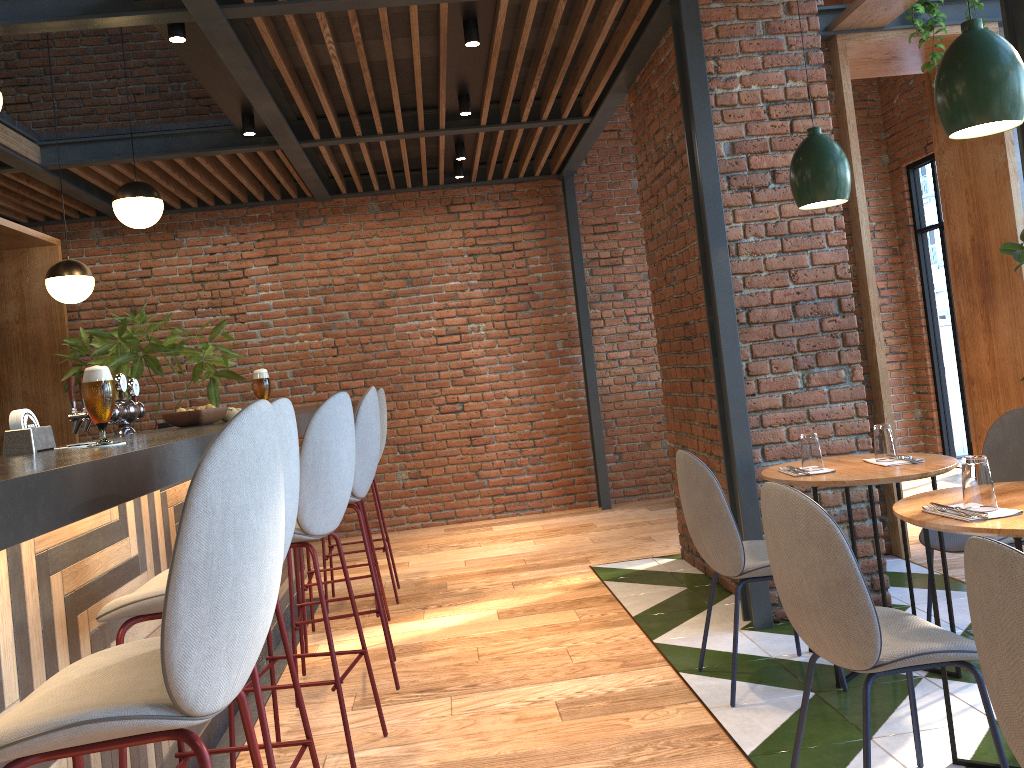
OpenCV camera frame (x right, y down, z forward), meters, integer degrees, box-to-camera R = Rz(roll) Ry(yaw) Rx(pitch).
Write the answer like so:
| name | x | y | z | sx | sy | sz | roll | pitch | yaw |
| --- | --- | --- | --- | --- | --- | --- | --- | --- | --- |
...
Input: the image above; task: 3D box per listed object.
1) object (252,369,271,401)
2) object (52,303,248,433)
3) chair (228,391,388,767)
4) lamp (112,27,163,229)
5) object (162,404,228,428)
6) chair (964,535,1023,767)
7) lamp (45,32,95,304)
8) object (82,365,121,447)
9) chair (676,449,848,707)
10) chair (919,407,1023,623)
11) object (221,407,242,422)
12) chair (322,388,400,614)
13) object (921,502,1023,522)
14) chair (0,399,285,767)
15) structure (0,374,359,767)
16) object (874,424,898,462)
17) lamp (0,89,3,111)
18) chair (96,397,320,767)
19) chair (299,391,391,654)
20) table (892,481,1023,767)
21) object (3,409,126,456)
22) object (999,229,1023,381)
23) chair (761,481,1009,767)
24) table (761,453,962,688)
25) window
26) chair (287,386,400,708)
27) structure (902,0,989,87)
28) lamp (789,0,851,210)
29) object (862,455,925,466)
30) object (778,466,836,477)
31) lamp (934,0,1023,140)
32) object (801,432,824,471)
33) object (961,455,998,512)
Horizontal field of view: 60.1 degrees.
| name | x | y | z | sx | sy | sz | roll | pitch | yaw |
| --- | --- | --- | --- | --- | --- | --- | --- | --- | --- |
| object | -0.956 | 0.033 | 3.395 | 0.070 | 0.183 | 0.070 | -7 | -2 | 16 |
| object | -2.747 | 0.418 | 6.851 | 1.516 | 2.100 | 1.081 | -6 | -2 | 0 |
| chair | -0.742 | 0.669 | 3.012 | 0.507 | 1.245 | 0.418 | -7 | -2 | 6 |
| lamp | -2.331 | -2.775 | 5.128 | 0.268 | 3.800 | 0.268 | -6 | -2 | 5 |
| object | -1.119 | 0.112 | 3.136 | 0.168 | 0.073 | 0.168 | -6 | 0 | 15 |
| chair | 1.056 | 0.666 | 1.421 | 0.507 | 0.889 | 0.418 | -6 | -2 | 1 |
| lamp | -2.872 | -2.373 | 5.433 | 0.268 | 3.800 | 0.268 | -7 | -2 | 16 |
| object | -0.920 | 0.047 | 1.978 | 0.070 | 0.178 | 0.070 | -6 | -2 | -1 |
| chair | 0.915 | 0.660 | 3.318 | 0.508 | 0.889 | 0.417 | -6 | -2 | -4 |
| chair | 1.843 | 0.556 | 3.393 | 0.508 | 0.889 | 0.417 | -6 | -2 | -9 |
| object | -1.085 | 0.116 | 3.397 | 0.164 | 0.052 | 0.291 | -6 | 1 | 4 |
| chair | -0.947 | 0.666 | 5.261 | 0.508 | 1.245 | 0.417 | -6 | -2 | -5 |
| object | 1.191 | 0.326 | 2.317 | 0.157 | 0.019 | 0.242 | -6 | 1 | -8 |
| chair | -0.576 | 0.669 | 1.412 | 0.508 | 1.245 | 0.417 | -6 | -2 | -5 |
| structure | -2.184 | 0.750 | 3.224 | 2.918 | 1.398 | 4.914 | -6 | 0 | -5 |
| object | 1.414 | 0.223 | 3.364 | 0.080 | 0.138 | 0.080 | -6 | -1 | -18 |
| lamp | -2.728 | -3.094 | 4.201 | 0.268 | 3.800 | 0.268 | -6 | -2 | 1 |
| chair | -0.748 | 0.679 | 2.227 | 0.507 | 1.245 | 0.417 | -6 | -2 | 1 |
| chair | -0.900 | 0.669 | 4.531 | 0.508 | 1.245 | 0.417 | -6 | -2 | -7 |
| table | 1.430 | 0.685 | 2.339 | 0.697 | 0.748 | 0.701 | -7 | -1 | 37 |
| object | -1.048 | 0.093 | 2.681 | 0.322 | 0.106 | 1.508 | -6 | 1 | -1 |
| object | 3.334 | -0.075 | 4.741 | 1.065 | 1.776 | 1.014 | -5 | -2 | -36 |
| chair | 0.954 | 0.668 | 2.305 | 0.508 | 0.889 | 0.417 | -6 | -2 | -9 |
| table | 1.346 | 0.682 | 3.349 | 0.697 | 0.748 | 0.701 | -7 | -1 | 41 |
| window | 3.804 | -0.614 | 6.812 | 0.097 | 2.704 | 2.132 | -6 | -1 | -5 |
| chair | -0.766 | 0.652 | 3.776 | 0.508 | 1.245 | 0.417 | -6 | -2 | -9 |
| structure | 2.262 | -1.916 | 4.685 | 0.513 | 0.970 | 0.662 | -6 | -1 | -13 |
| lamp | 1.083 | -1.693 | 3.436 | 0.224 | 2.025 | 0.223 | -6 | -2 | -1 |
| object | 1.445 | 0.286 | 3.350 | 0.157 | 0.019 | 0.242 | -6 | 1 | -1 |
| object | 1.112 | 0.323 | 3.361 | 0.157 | 0.019 | 0.242 | -6 | 1 | -1 |
| lamp | 1.166 | -1.691 | 2.428 | 0.224 | 2.025 | 0.223 | -6 | -2 | -1 |
| object | 1.129 | 0.255 | 3.343 | 0.080 | 0.138 | 0.080 | -7 | -2 | 32 |
| object | 1.210 | 0.257 | 2.302 | 0.080 | 0.138 | 0.080 | -7 | -2 | 35 |
